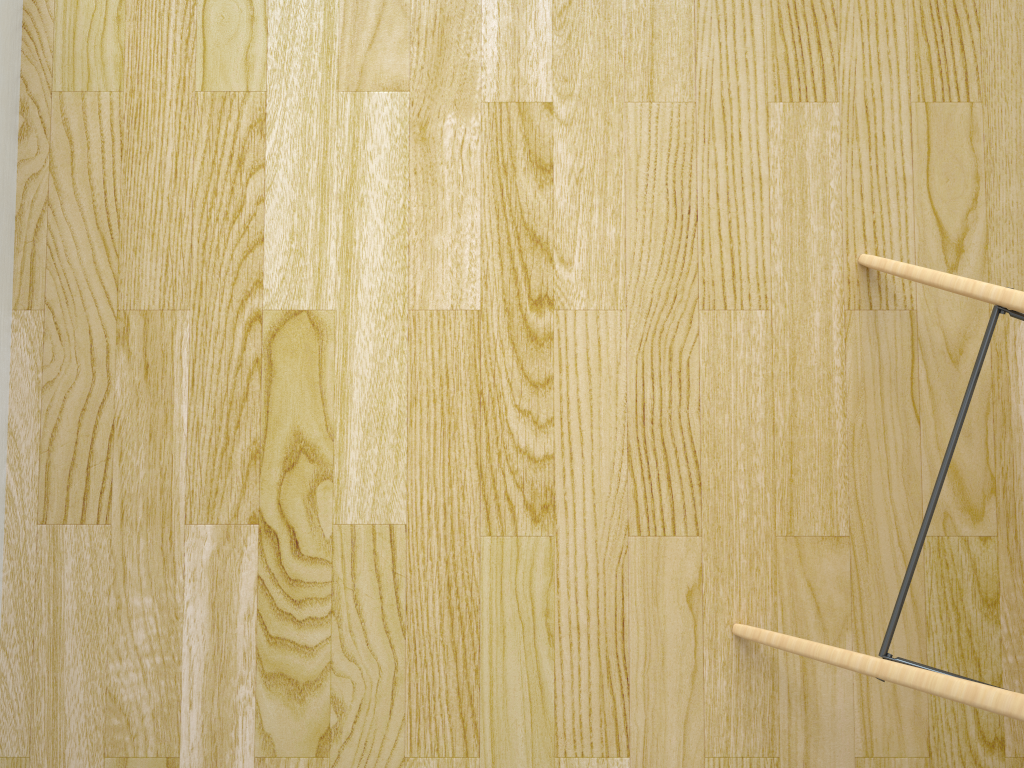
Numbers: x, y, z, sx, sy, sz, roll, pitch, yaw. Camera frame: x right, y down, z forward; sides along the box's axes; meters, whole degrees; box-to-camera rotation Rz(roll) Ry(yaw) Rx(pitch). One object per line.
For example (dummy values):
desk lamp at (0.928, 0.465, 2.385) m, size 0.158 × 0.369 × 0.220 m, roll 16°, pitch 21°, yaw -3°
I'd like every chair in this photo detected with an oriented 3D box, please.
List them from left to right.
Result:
chair at (0.475, 0.125, 0.464) m, size 0.523 × 0.899 × 0.431 m, roll 20°, pitch 89°, yaw 0°

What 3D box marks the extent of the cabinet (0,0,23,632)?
cabinet at (-0.824, 0.688, 0.424) m, size 0.600 × 0.907 × 2.409 m, roll 0°, pitch 87°, yaw 0°
